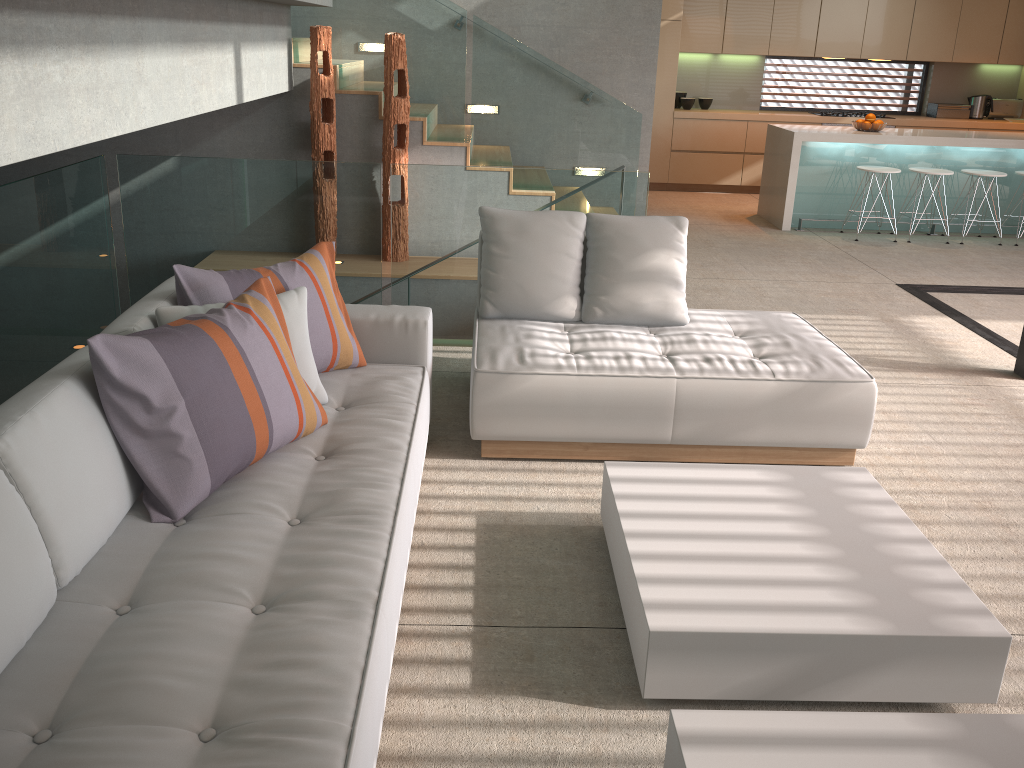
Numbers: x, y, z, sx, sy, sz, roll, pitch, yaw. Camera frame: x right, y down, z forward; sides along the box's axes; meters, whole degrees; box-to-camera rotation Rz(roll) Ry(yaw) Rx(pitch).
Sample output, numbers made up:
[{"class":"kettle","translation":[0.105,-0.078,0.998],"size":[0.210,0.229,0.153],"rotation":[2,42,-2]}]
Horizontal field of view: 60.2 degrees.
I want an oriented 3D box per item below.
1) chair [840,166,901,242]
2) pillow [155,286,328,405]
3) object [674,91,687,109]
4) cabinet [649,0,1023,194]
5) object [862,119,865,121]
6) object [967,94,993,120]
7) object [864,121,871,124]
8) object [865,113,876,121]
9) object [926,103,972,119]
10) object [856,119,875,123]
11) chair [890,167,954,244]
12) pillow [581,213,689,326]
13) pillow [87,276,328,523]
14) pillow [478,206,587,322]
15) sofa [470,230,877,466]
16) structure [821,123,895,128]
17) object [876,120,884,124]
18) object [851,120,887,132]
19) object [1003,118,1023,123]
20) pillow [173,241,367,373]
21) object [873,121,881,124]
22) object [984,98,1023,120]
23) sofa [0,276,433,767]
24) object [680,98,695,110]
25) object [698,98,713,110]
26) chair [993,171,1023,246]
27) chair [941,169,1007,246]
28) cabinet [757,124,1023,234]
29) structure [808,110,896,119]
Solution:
[{"class":"chair","translation":[3.249,-1.626,7.948],"size":[0.382,0.609,0.391],"rotation":[2,19,-2]},{"class":"pillow","translation":[-0.861,-0.082,2.854],"size":[0.242,0.395,0.602],"rotation":[17,25,38]},{"class":"object","translation":[1.921,-3.313,10.308],"size":[0.226,0.183,0.230],"rotation":[-7,22,-23]},{"class":"cabinet","translation":[4.960,-3.185,9.499],"size":[7.468,2.507,2.015],"rotation":[1,19,-2]},{"class":"object","translation":[3.321,-2.464,8.375],"size":[0.088,0.085,0.088],"rotation":[-14,25,-39]},{"class":"object","translation":[5.484,-3.253,10.368],"size":[0.278,0.279,0.181],"rotation":[3,19,3]},{"class":"object","translation":[3.303,-2.404,8.228],"size":[0.081,0.079,0.082],"rotation":[12,22,25]},{"class":"object","translation":[3.371,-2.497,8.311],"size":[0.095,0.092,0.096],"rotation":[8,20,17]},{"class":"object","translation":[5.144,-3.217,10.410],"size":[0.400,0.156,0.246],"rotation":[1,20,-2]},{"class":"object","translation":[3.297,-2.432,8.276],"size":[0.176,0.098,0.097],"rotation":[20,26,40]},{"class":"chair","translation":[3.722,-1.614,7.963],"size":[0.382,0.609,0.391],"rotation":[2,19,-2]},{"class":"pillow","translation":[0.567,-0.520,4.031],"size":[0.492,0.472,0.272],"rotation":[2,18,-1]},{"class":"pillow","translation":[-0.826,0.014,2.539],"size":[0.312,0.482,0.752],"rotation":[9,21,20]},{"class":"pillow","translation":[0.087,-0.544,4.015],"size":[0.492,0.486,0.244],"rotation":[2,18,-1]},{"class":"sofa","translation":[0.625,-0.204,3.870],"size":[1.595,0.716,1.039],"rotation":[1,20,-2]},{"class":"structure","translation":[3.893,-2.690,10.026],"size":[0.828,0.489,0.081],"rotation":[2,18,-2]},{"class":"object","translation":[3.439,-2.431,8.292],"size":[0.094,0.092,0.096],"rotation":[-2,20,-12]},{"class":"object","translation":[3.351,-2.420,8.303],"size":[0.315,0.080,0.323],"rotation":[1,21,-2]},{"class":"object","translation":[5.827,-3.033,10.174],"size":[0.312,0.033,0.316],"rotation":[-11,25,-31]},{"class":"pillow","translation":[-0.854,-0.229,3.127],"size":[0.283,0.492,0.706],"rotation":[17,25,38]},{"class":"object","translation":[3.387,-2.402,8.219],"size":[0.086,0.085,0.089],"rotation":[-2,20,-11]},{"class":"object","translation":[5.798,-3.245,10.429],"size":[0.389,0.242,0.154],"rotation":[2,19,-2]},{"class":"sofa","translation":[-0.801,0.479,1.957],"size":[1.048,0.735,3.549],"rotation":[1,21,-2]},{"class":"object","translation":[2.017,-3.219,10.159],"size":[0.169,0.124,0.173],"rotation":[-3,21,-15]},{"class":"object","translation":[2.250,-3.263,10.294],"size":[0.169,0.124,0.173],"rotation":[-3,21,-15]},{"class":"chair","translation":[4.698,-1.590,7.996],"size":[0.382,0.609,0.391],"rotation":[2,19,-2]},{"class":"chair","translation":[4.201,-1.602,7.979],"size":[0.382,0.609,0.391],"rotation":[2,19,-2]},{"class":"cabinet","translation":[4.566,-1.938,8.504],"size":[4.120,0.878,0.821],"rotation":[1,19,-2]},{"class":"structure","translation":[3.901,-3.081,10.170],"size":[0.838,0.089,0.476],"rotation":[1,21,-2]}]
